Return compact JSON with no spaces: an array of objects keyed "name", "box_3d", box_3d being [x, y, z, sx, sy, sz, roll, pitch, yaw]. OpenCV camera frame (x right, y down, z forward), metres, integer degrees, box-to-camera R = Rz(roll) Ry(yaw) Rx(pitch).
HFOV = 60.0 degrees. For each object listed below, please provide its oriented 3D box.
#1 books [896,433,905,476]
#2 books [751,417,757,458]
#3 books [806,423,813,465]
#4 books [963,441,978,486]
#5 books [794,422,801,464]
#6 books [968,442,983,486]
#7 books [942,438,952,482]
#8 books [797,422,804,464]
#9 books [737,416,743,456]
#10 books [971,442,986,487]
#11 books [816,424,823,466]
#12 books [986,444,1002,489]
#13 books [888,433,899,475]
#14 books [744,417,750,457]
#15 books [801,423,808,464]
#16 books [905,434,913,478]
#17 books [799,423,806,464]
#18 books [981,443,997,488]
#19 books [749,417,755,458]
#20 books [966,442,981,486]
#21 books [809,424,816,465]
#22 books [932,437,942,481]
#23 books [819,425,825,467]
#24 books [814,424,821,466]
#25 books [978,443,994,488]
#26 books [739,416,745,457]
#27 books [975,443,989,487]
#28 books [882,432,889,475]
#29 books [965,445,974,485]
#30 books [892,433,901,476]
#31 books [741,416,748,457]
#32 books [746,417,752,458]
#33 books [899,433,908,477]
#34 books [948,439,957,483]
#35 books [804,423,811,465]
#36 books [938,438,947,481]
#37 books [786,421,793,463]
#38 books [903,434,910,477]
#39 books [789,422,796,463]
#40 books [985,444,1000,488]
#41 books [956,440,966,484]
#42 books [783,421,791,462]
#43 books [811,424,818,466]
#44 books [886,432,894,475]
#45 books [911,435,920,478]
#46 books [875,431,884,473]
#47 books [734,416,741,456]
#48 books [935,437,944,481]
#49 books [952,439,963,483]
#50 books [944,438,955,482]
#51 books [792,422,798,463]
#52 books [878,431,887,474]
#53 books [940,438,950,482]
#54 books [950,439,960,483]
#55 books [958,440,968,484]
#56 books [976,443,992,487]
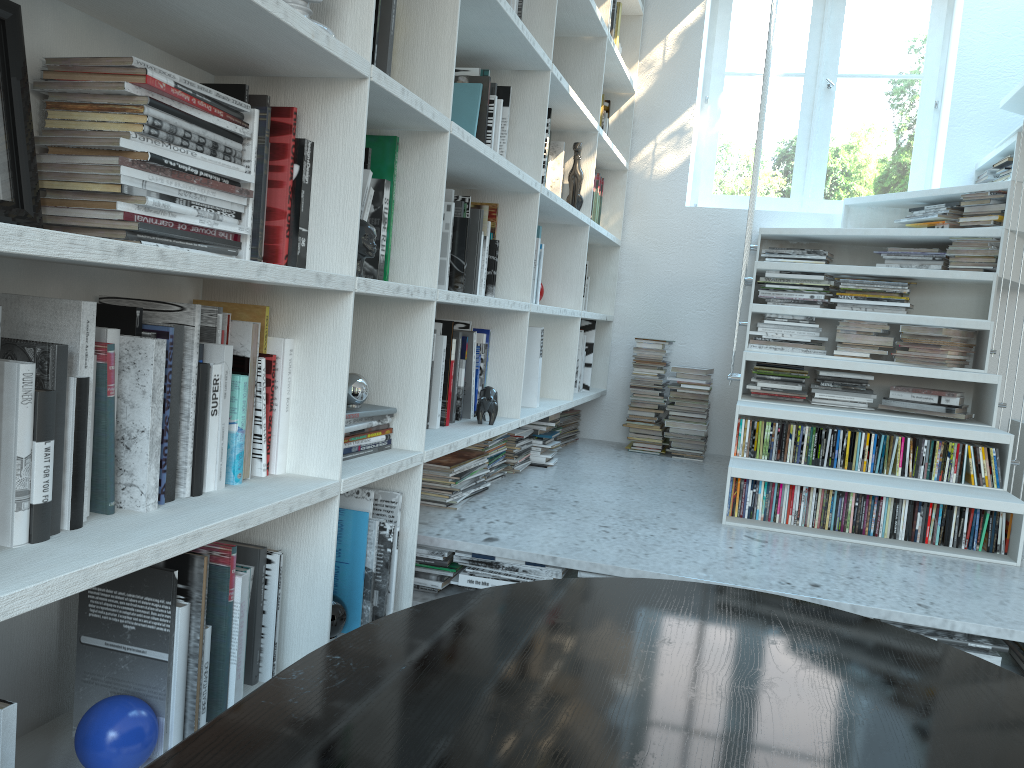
[{"name":"books","box_3d":[1.251,0.228,2.870,0.009,0.125,0.125,6,5,15]},{"name":"books","box_3d":[0.815,0.180,2.988,0.007,0.125,0.125,6,5,15]},{"name":"books","box_3d":[0.986,0.199,2.942,0.008,0.125,0.125,6,5,15]},{"name":"books","box_3d":[1.452,0.251,2.816,0.035,0.123,0.125,6,5,15]},{"name":"books","box_3d":[0.948,0.194,2.952,0.007,0.125,0.125,6,5,15]},{"name":"books","box_3d":[1.468,0.253,2.812,0.034,0.123,0.125,6,5,15]},{"name":"books","box_3d":[1.381,0.242,2.835,0.010,0.125,0.125,6,5,15]},{"name":"books","box_3d":[0.956,0.195,2.950,0.008,0.125,0.125,6,5,15]},{"name":"books","box_3d":[0.772,0.175,3.000,0.008,0.125,0.125,6,5,15]},{"name":"books","box_3d":[1.475,0.254,2.810,0.034,0.123,0.125,6,5,15]},{"name":"books","box_3d":[1.014,0.202,2.934,0.008,0.125,0.125,6,5,15]},{"name":"books","box_3d":[1.521,0.259,2.798,0.033,0.123,0.125,6,5,15]},{"name":"books","box_3d":[1.228,0.225,2.876,0.016,0.125,0.125,6,5,15]},{"name":"books","box_3d":[0.794,0.178,2.994,0.007,0.125,0.125,6,5,15]},{"name":"books","box_3d":[0.970,0.197,2.946,0.008,0.125,0.125,6,5,15]},{"name":"books","box_3d":[1.278,0.231,2.863,0.018,0.125,0.125,6,5,15]},{"name":"books","box_3d":[0.962,0.196,2.948,0.008,0.125,0.125,6,5,15]},{"name":"books","box_3d":[1.505,0.257,2.802,0.034,0.123,0.125,6,5,15]},{"name":"books","box_3d":[0.808,0.179,2.990,0.009,0.125,0.125,6,5,15]},{"name":"books","box_3d":[1.460,0.252,2.814,0.036,0.123,0.125,6,5,15]},{"name":"books","box_3d":[0.993,0.199,2.940,0.007,0.125,0.125,6,5,15]},{"name":"books","box_3d":[1.353,0.239,2.843,0.008,0.125,0.125,6,5,15]},{"name":"books","box_3d":[1.021,0.202,2.932,0.008,0.125,0.125,6,5,15]},{"name":"books","box_3d":[1.007,0.201,2.936,0.007,0.125,0.125,6,5,15]},{"name":"books","box_3d":[1.497,0.256,2.804,0.035,0.123,0.125,6,5,15]},{"name":"books","box_3d":[0.779,0.176,2.998,0.009,0.125,0.125,6,5,15]},{"name":"books","box_3d":[1.483,0.255,2.808,0.035,0.123,0.125,6,5,15]},{"name":"books","box_3d":[1.208,0.223,2.882,0.011,0.125,0.125,6,5,15]},{"name":"books","box_3d":[1.445,0.250,2.818,0.034,0.123,0.125,6,5,15]},{"name":"books","box_3d":[1.243,0.227,2.872,0.013,0.125,0.125,6,5,15]},{"name":"books","box_3d":[0.787,0.177,2.996,0.008,0.125,0.125,6,5,15]},{"name":"books","box_3d":[0.801,0.178,2.992,0.008,0.125,0.125,6,5,15]},{"name":"books","box_3d":[1.258,0.228,2.868,0.007,0.125,0.125,6,5,15]},{"name":"books","box_3d":[1.397,0.244,2.831,0.008,0.125,0.125,6,5,15]},{"name":"books","box_3d":[0.978,0.198,2.944,0.008,0.125,0.125,6,5,15]},{"name":"books","box_3d":[1.367,0.240,2.839,0.008,0.125,0.125,6,5,15]},{"name":"books","box_3d":[0.925,0.192,2.958,0.007,0.125,0.125,6,5,15]},{"name":"books","box_3d":[1.268,0.230,2.866,0.012,0.125,0.125,6,5,15]},{"name":"books","box_3d":[0.933,0.193,2.956,0.009,0.125,0.125,6,5,15]},{"name":"books","box_3d":[1.513,0.258,2.800,0.036,0.123,0.125,6,5,15]},{"name":"books","box_3d":[1.418,0.246,2.825,0.008,0.125,0.125,6,5,15]},{"name":"books","box_3d":[0.917,0.191,2.960,0.010,0.125,0.125,6,5,15]},{"name":"books","box_3d":[1.000,0.200,2.938,0.007,0.125,0.125,6,5,15]},{"name":"books","box_3d":[1.218,0.224,2.879,0.009,0.125,0.125,6,5,15]},{"name":"books","box_3d":[1.291,0.232,2.859,0.009,0.125,0.125,6,5,15]},{"name":"books","box_3d":[1.189,0.221,2.887,0.013,0.125,0.125,6,5,15]},{"name":"books","box_3d":[0.764,0.174,3.002,0.008,0.125,0.125,6,5,15]},{"name":"books","box_3d":[1.360,0.240,2.841,0.008,0.125,0.125,6,5,15]},{"name":"books","box_3d":[1.411,0.245,2.827,0.007,0.125,0.125,6,5,15]},{"name":"books","box_3d":[1.389,0.243,2.833,0.008,0.125,0.125,6,5,15]},{"name":"books","box_3d":[0.940,0.194,2.954,0.009,0.125,0.125,6,5,15]},{"name":"books","box_3d":[1.199,0.222,2.884,0.009,0.125,0.125,6,5,15]},{"name":"books","box_3d":[1.374,0.241,2.837,0.010,0.125,0.125,6,5,15]},{"name":"books","box_3d":[1.404,0.244,2.829,0.008,0.125,0.125,6,5,15]},{"name":"books","box_3d":[1.428,0.247,2.823,0.011,0.125,0.125,6,5,15]},{"name":"books","box_3d":[1.490,0.256,2.806,0.036,0.123,0.125,6,5,15]}]
